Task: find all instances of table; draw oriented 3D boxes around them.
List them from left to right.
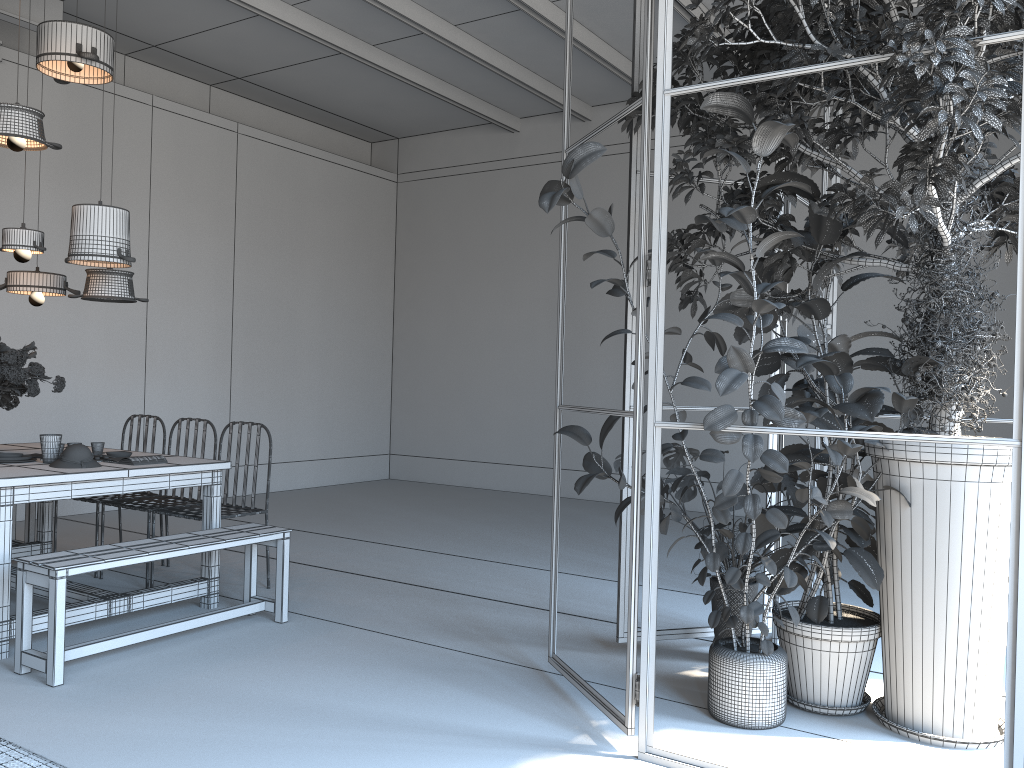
[{"bbox_3d":[-2.615,0.800,4.779,1.784,0.819,1.239,2,0,33],"label":"table"}]

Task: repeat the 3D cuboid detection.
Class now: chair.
[{"bbox_3d":[-2.594,0.689,5.741,0.474,0.975,0.488,2,0,33],"label":"chair"},{"bbox_3d":[-2.167,0.701,5.464,0.474,0.975,0.488,2,0,33],"label":"chair"},{"bbox_3d":[-1.750,0.713,5.194,0.474,0.975,0.488,2,0,33],"label":"chair"}]

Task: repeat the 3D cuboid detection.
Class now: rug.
[{"bbox_3d":[-1.618,1.217,1.442,1.961,0.007,2.524,2,0,33],"label":"rug"}]

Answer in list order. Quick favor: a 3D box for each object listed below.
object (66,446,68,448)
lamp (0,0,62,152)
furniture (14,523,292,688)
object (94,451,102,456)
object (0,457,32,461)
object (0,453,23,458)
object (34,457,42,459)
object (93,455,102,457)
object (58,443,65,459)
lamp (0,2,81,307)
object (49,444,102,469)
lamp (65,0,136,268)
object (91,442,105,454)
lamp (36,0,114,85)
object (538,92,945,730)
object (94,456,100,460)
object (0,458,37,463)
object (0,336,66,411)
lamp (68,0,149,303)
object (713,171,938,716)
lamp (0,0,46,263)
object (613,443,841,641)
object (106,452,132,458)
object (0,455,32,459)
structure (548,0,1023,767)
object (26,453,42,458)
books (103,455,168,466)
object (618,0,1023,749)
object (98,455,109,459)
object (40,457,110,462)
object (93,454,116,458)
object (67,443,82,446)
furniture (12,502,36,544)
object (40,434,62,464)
[{"bbox_3d":[-2.300,0.358,4.635,0.065,0.064,0.065,2,0,18],"label":"object"},{"bbox_3d":[-2.512,-1.834,4.517,0.301,1.306,0.359,2,0,26],"label":"lamp"},{"bbox_3d":[-1.602,0.973,4.120,0.300,0.478,1.260,2,0,33],"label":"furniture"},{"bbox_3d":[-2.306,0.383,4.847,0.121,0.037,0.054,2,0,12],"label":"object"},{"bbox_3d":[-2.545,0.382,4.485,0.211,0.024,0.211,2,0,-38],"label":"object"},{"bbox_3d":[-2.560,0.370,4.506,0.135,0.029,0.135,2,0,25],"label":"object"},{"bbox_3d":[-2.534,0.389,4.788,0.185,0.014,0.182,2,0,17],"label":"object"},{"bbox_3d":[-2.224,0.382,4.689,0.174,0.019,0.021,2,0,30],"label":"object"},{"bbox_3d":[-2.372,0.350,4.624,0.071,0.076,0.071,2,0,30],"label":"object"},{"bbox_3d":[-2.874,-1.485,5.408,0.323,2.026,0.404,2,0,36],"label":"lamp"},{"bbox_3d":[-2.145,0.399,4.359,0.236,0.211,0.260,2,0,-39],"label":"object"},{"bbox_3d":[-2.155,-1.555,4.690,0.312,1.845,0.352,2,0,-31],"label":"lamp"},{"bbox_3d":[-2.308,0.364,4.940,0.071,0.076,0.071,2,0,-10],"label":"object"},{"bbox_3d":[-2.514,-2.139,5.123,0.505,0.687,0.403,2,0,11],"label":"lamp"},{"bbox_3d":[0.786,0.201,3.299,1.253,2.183,1.309,2,0,44],"label":"object"},{"bbox_3d":[-2.225,0.385,4.703,0.024,0.015,0.249,2,0,-37],"label":"object"},{"bbox_3d":[-2.536,0.388,4.488,0.236,0.015,0.236,2,0,5],"label":"object"},{"bbox_3d":[-2.881,0.057,4.711,0.697,0.654,0.782,2,0,35],"label":"object"},{"bbox_3d":[-2.284,-1.479,5.084,0.301,2.004,0.359,2,0,31],"label":"lamp"},{"bbox_3d":[1.289,0.205,3.720,0.868,2.157,1.270,2,0,-26],"label":"object"},{"bbox_3d":[-2.641,-1.574,4.830,0.253,1.831,0.202,2,0,-19],"label":"lamp"},{"bbox_3d":[0.952,0.795,4.088,1.125,1.001,0.920,2,0,30],"label":"object"},{"bbox_3d":[-2.151,0.390,4.858,0.133,0.029,0.133,2,0,-10],"label":"object"},{"bbox_3d":[-2.545,0.377,4.485,0.211,0.024,0.211,2,0,-15],"label":"object"},{"bbox_3d":[1.824,-0.375,3.583,2.994,3.454,2.452,2,0,33],"label":"structure"},{"bbox_3d":[-2.603,0.386,4.738,0.179,0.016,0.182,2,0,38],"label":"object"},{"bbox_3d":[-1.954,0.390,4.605,0.249,0.041,0.202,2,0,31],"label":"books"},{"bbox_3d":[1.477,-0.769,3.298,2.243,4.154,2.486,2,0,4],"label":"object"},{"bbox_3d":[-2.202,0.383,4.712,0.249,0.017,0.024,2,0,43],"label":"object"},{"bbox_3d":[-2.284,0.396,4.668,0.335,0.012,0.213,2,0,10],"label":"object"},{"bbox_3d":[-2.190,0.380,4.732,0.173,0.026,0.021,2,0,17],"label":"object"},{"bbox_3d":[-2.322,0.351,4.706,0.071,0.076,0.071,2,0,-32],"label":"object"},{"bbox_3d":[-3.634,0.915,5.471,0.300,0.478,1.260,2,0,33],"label":"furniture"},{"bbox_3d":[-2.329,0.328,4.477,0.102,0.146,0.102,2,0,-2],"label":"object"}]
